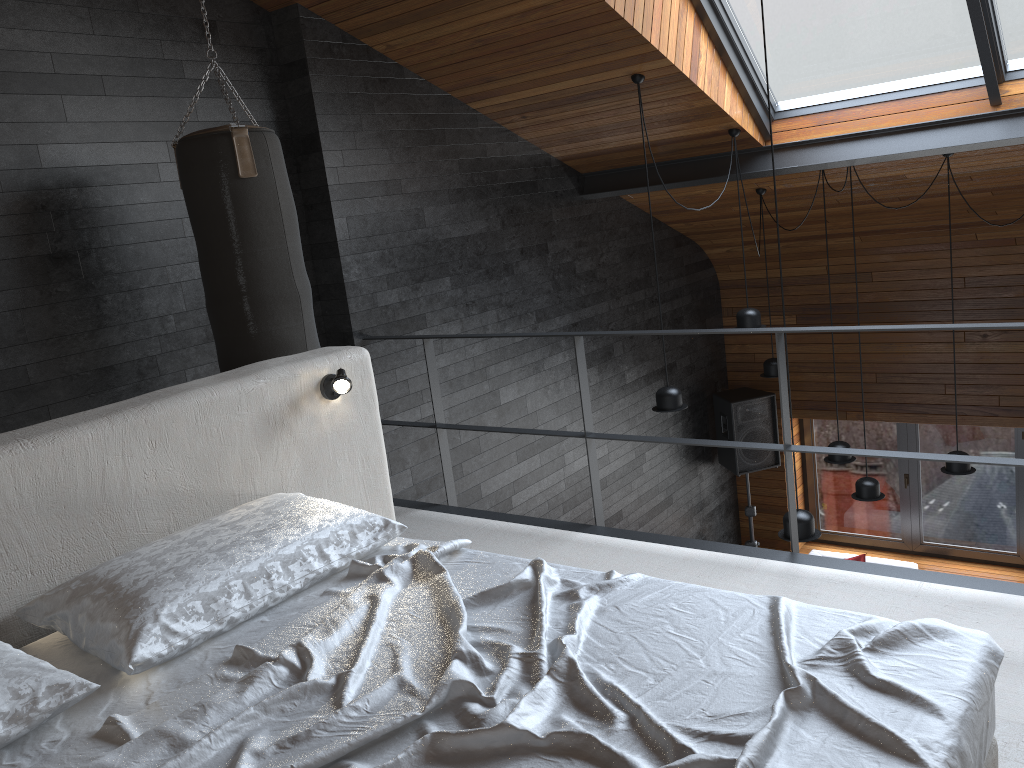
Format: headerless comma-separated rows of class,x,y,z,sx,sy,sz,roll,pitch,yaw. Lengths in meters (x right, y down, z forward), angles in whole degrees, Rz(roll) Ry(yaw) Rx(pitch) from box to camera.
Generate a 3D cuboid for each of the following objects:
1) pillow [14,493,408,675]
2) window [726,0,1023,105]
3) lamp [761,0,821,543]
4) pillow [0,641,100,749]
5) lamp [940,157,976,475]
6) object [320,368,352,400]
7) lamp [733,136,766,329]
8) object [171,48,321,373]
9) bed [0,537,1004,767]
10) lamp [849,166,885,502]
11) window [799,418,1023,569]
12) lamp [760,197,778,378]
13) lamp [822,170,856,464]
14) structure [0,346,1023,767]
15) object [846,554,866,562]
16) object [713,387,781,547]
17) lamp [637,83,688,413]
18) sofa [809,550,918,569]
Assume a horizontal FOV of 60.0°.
pillow,-0.742,0.459,2.292,0.509,0.173,0.842,1,14,38
window,2.778,-2.104,3.936,3.818,1.031,1.213,1,14,38
lamp,1.258,-0.792,4.209,0.210,3.207,0.210,-14,13,-28
pillow,-1.276,0.668,1.604,0.502,0.176,0.838,1,15,38
lamp,2.813,-0.419,5.655,0.210,2.033,0.210,-10,12,-14
object,-0.570,0.007,2.849,0.085,0.106,0.165,-13,12,-23
lamp,1.446,-0.946,5.578,0.210,1.206,0.210,-10,12,-14
object,-1.092,-0.563,3.702,0.442,1.602,0.445,-13,12,-23
bed,-0.381,0.826,1.573,2.011,0.484,1.827,1,14,38
lamp,2.232,-0.355,5.704,0.210,2.272,0.210,-10,12,-14
window,5.216,0.957,7.074,5.936,1.521,0.101,1,14,38
lamp,1.903,-0.736,6.599,0.210,1.369,0.210,-10,12,-14
lamp,2.141,-0.466,5.949,0.210,2.035,0.210,-10,12,-14
structure,0.433,0.741,0.912,4.614,1.120,2.635,1,14,37
object,2.913,1.790,7.812,0.528,0.354,0.742,1,14,37
object,2.163,1.226,8.255,0.639,2.298,0.686,-10,12,-13
lamp,0.811,-0.760,5.051,0.210,1.853,0.210,-10,12,-14
sofa,2.568,2.388,6.326,2.205,0.693,4.036,1,14,38
